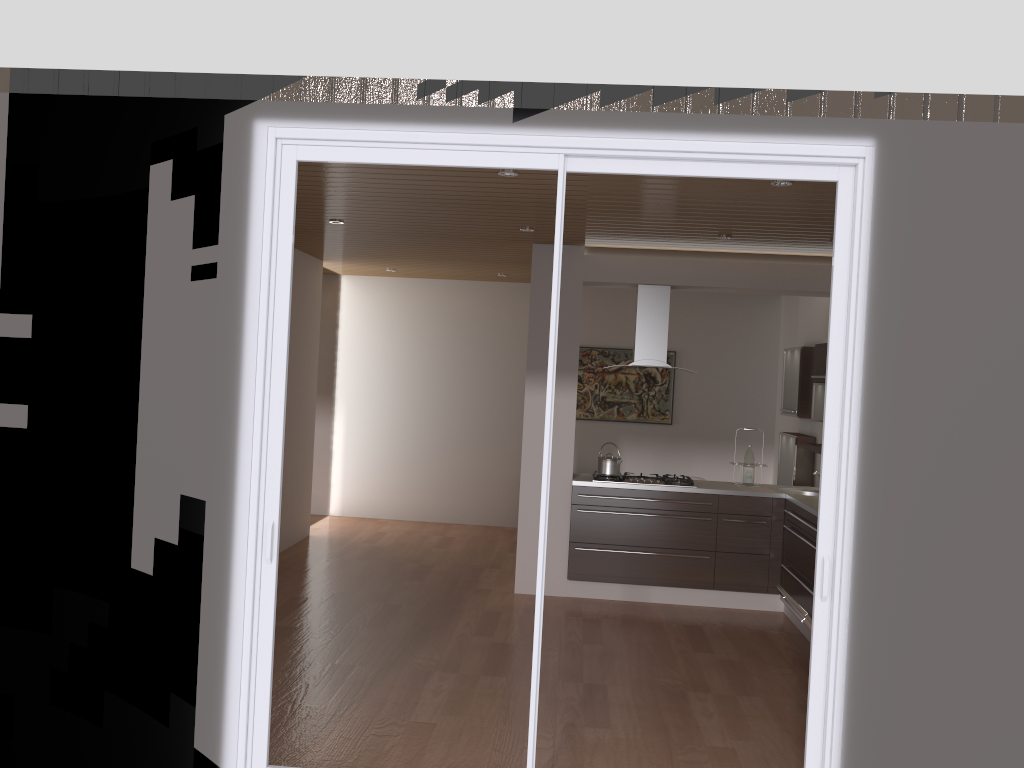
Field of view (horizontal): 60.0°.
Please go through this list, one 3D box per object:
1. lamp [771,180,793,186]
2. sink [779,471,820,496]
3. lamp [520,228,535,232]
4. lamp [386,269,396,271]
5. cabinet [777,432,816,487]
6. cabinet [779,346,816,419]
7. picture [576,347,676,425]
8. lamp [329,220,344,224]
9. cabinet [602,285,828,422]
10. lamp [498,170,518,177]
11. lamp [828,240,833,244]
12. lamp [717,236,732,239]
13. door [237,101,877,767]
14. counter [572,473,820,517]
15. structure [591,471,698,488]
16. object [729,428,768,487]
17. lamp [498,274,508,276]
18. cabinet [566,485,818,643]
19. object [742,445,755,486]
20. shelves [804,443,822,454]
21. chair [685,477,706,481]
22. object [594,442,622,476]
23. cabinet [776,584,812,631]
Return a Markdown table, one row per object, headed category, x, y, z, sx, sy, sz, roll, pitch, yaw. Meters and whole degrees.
| category | x | y | z | sx | sy | sz | roll | pitch | yaw |
| --- | --- | --- | --- | --- | --- | --- | --- | --- | --- |
| lamp | 1.327 | -1.010 | 4.358 | 0.102 | 0.055 | 0.102 | 3 | 1 | -13 |
| sink | 2.271 | 0.847 | 6.822 | 0.450 | 0.347 | 0.494 | 3 | 1 | 10 |
| lamp | 0.109 | -1.093 | 6.152 | 0.102 | 0.055 | 0.102 | 3 | 1 | -13 |
| lamp | -1.246 | -1.196 | 9.158 | 0.102 | 0.055 | 0.102 | 3 | 1 | -13 |
| cabinet | 2.440 | 0.735 | 7.690 | 0.194 | 0.600 | 0.598 | 3 | 1 | 4 |
| cabinet | 2.419 | -0.017 | 7.668 | 0.172 | 0.600 | 0.619 | 3 | 1 | -10 |
| picture | 1.127 | 0.012 | 9.692 | 1.277 | 0.801 | 0.018 | 3 | 1 | 4 |
| lamp | -1.236 | -1.165 | 6.252 | 0.102 | 0.055 | 0.102 | 3 | 1 | -24 |
| cabinet | 1.659 | -0.259 | 6.343 | 2.058 | 1.032 | 1.399 | 3 | 1 | 8 |
| lamp | -0.018 | -1.081 | 4.458 | 0.102 | 0.055 | 0.102 | 3 | 1 | -13 |
| lamp | 2.195 | -0.982 | 5.997 | 0.102 | 0.055 | 0.102 | 3 | 1 | 32 |
| lamp | 1.453 | -1.022 | 6.052 | 0.102 | 0.055 | 0.102 | 3 | 1 | -24 |
| door | 0.135 | 0.308 | 3.424 | 2.300 | 2.700 | 0.101 | 3 | 1 | 4 |
| counter | 1.502 | 0.811 | 6.308 | 2.150 | 0.036 | 1.850 | 3 | 1 | 4 |
| structure | 1.028 | 0.739 | 6.976 | 0.797 | 0.047 | 0.494 | 3 | 1 | 4 |
| object | 1.886 | 0.579 | 7.068 | 0.291 | 0.453 | 0.210 | 3 | 1 | 9 |
| lamp | -0.095 | -1.135 | 9.073 | 0.102 | 0.055 | 0.102 | 3 | 1 | -13 |
| cabinet | 1.478 | 1.263 | 6.313 | 2.150 | 0.870 | 1.850 | 3 | 1 | 4 |
| object | 1.875 | 0.643 | 7.017 | 0.091 | 0.319 | 0.091 | 4 | 1 | 39 |
| shelves | 2.448 | 0.516 | 6.235 | 0.313 | 0.050 | 1.850 | 3 | 1 | 4 |
| chair | 1.404 | 1.254 | 7.887 | 0.608 | 0.847 | 0.491 | 3 | 1 | -26 |
| object | 0.754 | 0.577 | 6.879 | 0.221 | 0.251 | 0.221 | 3 | 1 | -3 |
| cabinet | 1.918 | 0.668 | 4.346 | 1.047 | 1.948 | 1.796 | 3 | 1 | 4 |
